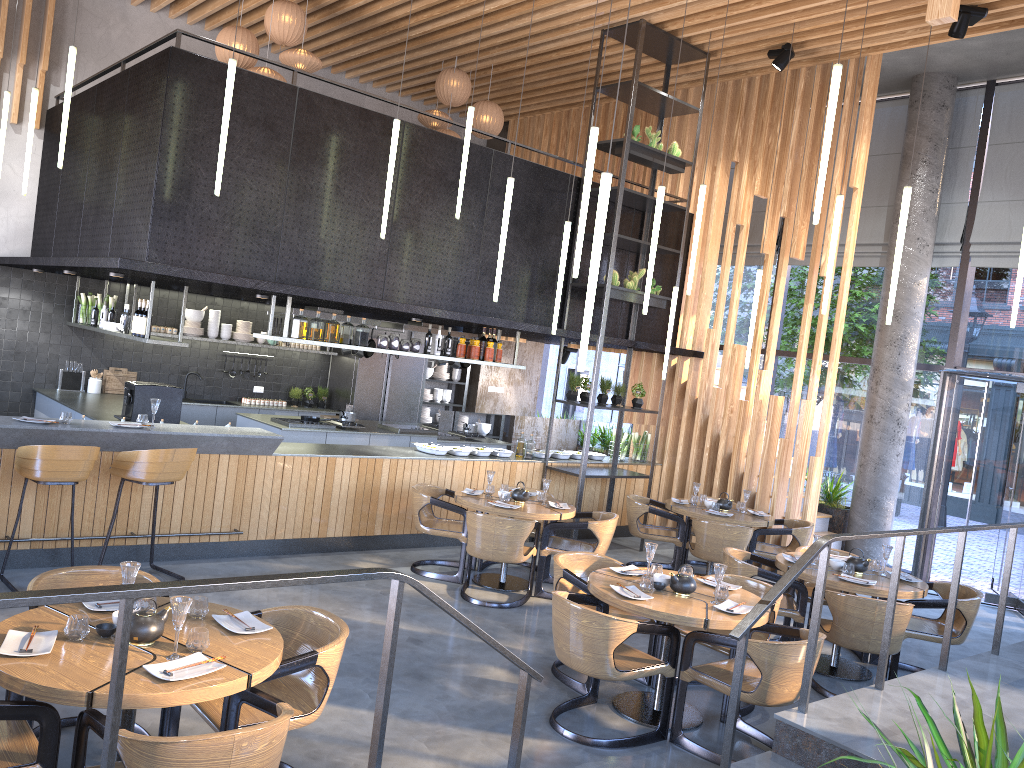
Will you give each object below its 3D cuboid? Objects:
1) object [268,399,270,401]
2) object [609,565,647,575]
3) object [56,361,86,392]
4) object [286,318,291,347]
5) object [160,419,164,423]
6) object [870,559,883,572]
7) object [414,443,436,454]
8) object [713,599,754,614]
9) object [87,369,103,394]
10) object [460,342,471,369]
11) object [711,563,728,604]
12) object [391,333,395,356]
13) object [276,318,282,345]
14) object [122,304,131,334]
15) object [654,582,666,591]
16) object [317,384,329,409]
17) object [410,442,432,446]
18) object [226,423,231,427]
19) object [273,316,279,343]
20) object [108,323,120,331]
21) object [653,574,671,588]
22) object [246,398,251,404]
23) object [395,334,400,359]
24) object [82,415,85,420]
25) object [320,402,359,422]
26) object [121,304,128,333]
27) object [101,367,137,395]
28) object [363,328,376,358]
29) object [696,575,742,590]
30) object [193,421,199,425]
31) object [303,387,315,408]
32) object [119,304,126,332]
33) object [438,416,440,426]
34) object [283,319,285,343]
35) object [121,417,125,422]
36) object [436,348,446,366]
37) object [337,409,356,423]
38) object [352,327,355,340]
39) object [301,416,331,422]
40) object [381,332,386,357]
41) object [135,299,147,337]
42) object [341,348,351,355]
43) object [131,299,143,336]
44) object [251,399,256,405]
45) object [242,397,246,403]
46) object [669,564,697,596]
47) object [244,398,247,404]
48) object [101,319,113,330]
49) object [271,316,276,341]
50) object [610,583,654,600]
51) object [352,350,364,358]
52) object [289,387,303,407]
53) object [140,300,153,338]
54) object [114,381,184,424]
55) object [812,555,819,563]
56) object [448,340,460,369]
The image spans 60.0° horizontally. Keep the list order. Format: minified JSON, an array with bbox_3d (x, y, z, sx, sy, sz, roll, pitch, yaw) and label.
[{"bbox_3d":[-3.399,0.255,12.408,0.062,0.078,0.062,6,2,-35],"label":"object"},{"bbox_3d":[0.784,1.208,5.736,0.294,0.025,0.170,6,3,-43],"label":"object"},{"bbox_3d":[-5.364,-0.094,10.813,0.322,0.371,0.067,6,3,-40],"label":"object"},{"bbox_3d":[-2.554,-0.595,10.144,0.031,0.336,0.104,6,3,-41],"label":"object"},{"bbox_3d":[-2.960,0.399,7.481,0.038,0.203,0.057,7,2,-15],"label":"object"},{"bbox_3d":[2.810,1.404,6.839,0.086,0.086,0.086,7,2,-3],"label":"object"},{"bbox_3d":[-0.853,0.679,9.269,0.268,0.074,0.402,6,3,-40],"label":"object"},{"bbox_3d":[1.298,1.296,5.145,0.170,0.025,0.294,9,2,34],"label":"object"},{"bbox_3d":[-5.156,-0.038,10.977,0.158,0.303,0.175,6,2,-37],"label":"object"},{"bbox_3d":[-0.589,-0.381,11.720,0.070,0.372,0.243,6,3,-40],"label":"object"},{"bbox_3d":[1.216,1.179,5.235,0.082,0.227,0.082,7,2,-8],"label":"object"},{"bbox_3d":[-1.497,-0.508,11.197,0.038,0.306,0.062,6,3,-40],"label":"object"},{"bbox_3d":[-2.698,-0.619,10.308,0.024,0.337,0.068,6,3,-40],"label":"object"},{"bbox_3d":[-4.017,-0.678,9.253,0.073,0.305,0.072,8,2,3],"label":"object"},{"bbox_3d":[0.888,1.226,5.360,0.080,0.042,0.080,7,2,-16],"label":"object"},{"bbox_3d":[-2.770,0.174,12.978,0.186,0.367,0.196,8,2,4],"label":"object"},{"bbox_3d":[-0.954,0.626,9.326,0.252,0.026,0.048,8,2,26],"label":"object"},{"bbox_3d":[-2.536,0.441,7.879,0.100,0.203,0.040,8,2,21],"label":"object"},{"bbox_3d":[-2.763,-0.617,10.385,0.024,0.363,0.033,6,3,-40],"label":"object"},{"bbox_3d":[-4.348,-0.641,9.754,0.172,0.110,0.159,9,2,32],"label":"object"},{"bbox_3d":[0.926,1.216,5.464,0.116,0.065,0.116,8,2,11],"label":"object"},{"bbox_3d":[-3.609,0.237,12.140,0.062,0.078,0.062,6,2,-35],"label":"object"},{"bbox_3d":[-1.428,-0.481,11.108,0.031,0.336,0.104,6,3,-41],"label":"object"},{"bbox_3d":[-3.440,0.349,7.109,0.042,0.203,0.076,7,2,-7],"label":"object"},{"bbox_3d":[-2.215,0.341,11.443,0.400,0.232,0.290,6,3,-41],"label":"object"},{"bbox_3d":[-4.079,-0.690,9.374,0.073,0.305,0.072,6,2,-32],"label":"object"},{"bbox_3d":[-4.968,-0.036,11.251,0.400,0.330,0.098,6,3,-40],"label":"object"},{"bbox_3d":[-1.715,-0.495,10.756,0.070,0.372,0.243,6,3,-40],"label":"object"},{"bbox_3d":[1.305,1.278,5.693,0.170,0.025,0.294,6,3,-43],"label":"object"},{"bbox_3d":[-2.747,0.421,7.672,0.048,0.203,0.096,8,2,4],"label":"object"},{"bbox_3d":[-2.945,0.184,12.851,0.172,0.311,0.179,6,2,-30],"label":"object"},{"bbox_3d":[-4.147,-0.703,9.492,0.073,0.305,0.072,7,2,-8],"label":"object"},{"bbox_3d":[-0.924,0.491,11.719,0.200,0.154,0.348,9,3,40],"label":"object"},{"bbox_3d":[-2.623,-0.622,10.233,0.038,0.306,0.062,6,3,-40],"label":"object"},{"bbox_3d":[-3.210,0.373,7.303,0.077,0.203,0.029,9,3,40],"label":"object"},{"bbox_3d":[-0.968,-0.437,12.177,0.161,0.386,0.200,7,2,-16],"label":"object"},{"bbox_3d":[-2.050,0.377,10.755,0.200,0.154,0.348,9,3,40],"label":"object"},{"bbox_3d":[-2.005,-0.584,11.072,0.103,0.280,0.103,9,2,35],"label":"object"},{"bbox_3d":[-2.380,0.422,10.662,0.351,0.061,0.232,8,2,28],"label":"object"},{"bbox_3d":[-1.637,-0.503,11.349,0.024,0.363,0.033,6,3,-40],"label":"object"},{"bbox_3d":[-3.698,-0.659,8.882,0.100,0.378,0.101,9,3,43],"label":"object"},{"bbox_3d":[-2.094,-0.551,11.213,0.161,0.386,0.200,7,2,-16],"label":"object"},{"bbox_3d":[-3.779,-0.673,8.978,0.100,0.378,0.101,9,3,43],"label":"object"},{"bbox_3d":[-3.557,0.242,12.184,0.062,0.078,0.062,6,2,-35],"label":"object"},{"bbox_3d":[-3.699,0.222,12.246,0.062,0.078,0.062,6,2,-35],"label":"object"},{"bbox_3d":[1.036,1.176,5.360,0.168,0.179,0.163,8,2,13],"label":"object"},{"bbox_3d":[-3.653,0.230,12.191,0.062,0.078,0.062,6,2,-35],"label":"object"},{"bbox_3d":[-4.511,-0.668,9.910,0.159,0.110,0.172,6,2,-35],"label":"object"},{"bbox_3d":[-2.811,-0.658,10.434,0.032,0.298,0.035,7,2,1],"label":"object"},{"bbox_3d":[0.684,1.214,5.186,0.170,0.025,0.294,7,2,-21],"label":"object"},{"bbox_3d":[-1.867,-0.512,10.949,0.166,0.387,0.200,6,2,-36],"label":"object"},{"bbox_3d":[-3.100,0.182,12.729,0.211,0.283,0.221,6,2,-27],"label":"object"},{"bbox_3d":[-3.615,-0.645,8.783,0.100,0.378,0.101,9,3,43],"label":"object"},{"bbox_3d":[-3.624,0.191,8.844,0.562,0.400,0.322,6,3,-40],"label":"object"},{"bbox_3d":[2.339,1.341,6.883,0.086,0.086,0.086,9,2,36],"label":"object"},{"bbox_3d":[-0.741,-0.398,11.913,0.166,0.387,0.200,6,2,-36],"label":"object"}]
